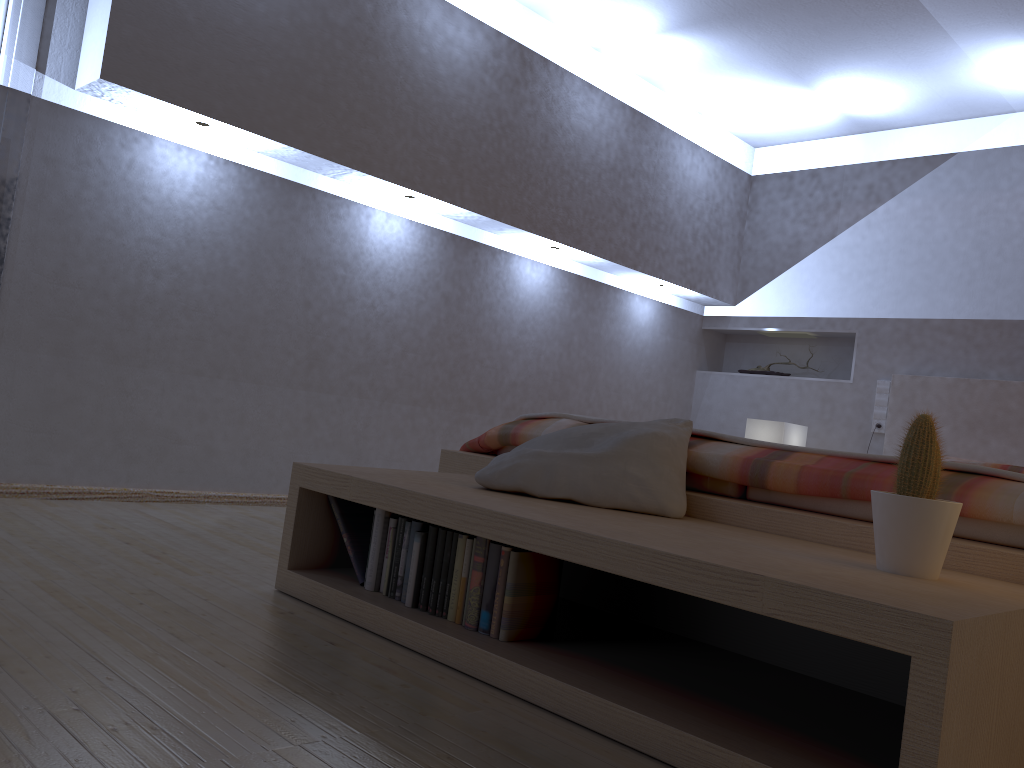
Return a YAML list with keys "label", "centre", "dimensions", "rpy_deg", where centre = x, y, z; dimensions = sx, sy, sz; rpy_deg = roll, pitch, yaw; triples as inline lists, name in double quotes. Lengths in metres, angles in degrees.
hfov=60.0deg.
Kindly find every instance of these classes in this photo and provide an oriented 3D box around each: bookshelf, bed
- label: "bookshelf"
  centre: [0.206, 0.424, 1.808]
  dimensions: [1.495, 0.303, 0.643]
  rpy_deg: [5, -3, 45]
- label: "bed"
  centre: [1.529, 0.314, 3.107]
  dimensions: [2.087, 0.994, 3.009]
  rpy_deg: [5, -3, 45]

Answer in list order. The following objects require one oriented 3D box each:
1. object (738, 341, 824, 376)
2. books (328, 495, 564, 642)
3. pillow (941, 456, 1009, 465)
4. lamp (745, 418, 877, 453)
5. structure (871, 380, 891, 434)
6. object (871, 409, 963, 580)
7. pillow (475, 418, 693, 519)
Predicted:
- label: "object"
  centre: [1.664, -0.155, 5.430]
  dimensions: [0.589, 0.242, 0.183]
  rpy_deg: [5, -3, 44]
- label: "books"
  centre: [-0.187, 0.379, 1.952]
  dimensions: [0.652, 0.193, 0.157]
  rpy_deg: [5, -3, 45]
- label: "pillow"
  centre: [2.079, 0.431, 4.279]
  dimensions: [0.492, 0.180, 0.572]
  rpy_deg: [10, -3, -44]
- label: "lamp"
  centre: [1.577, 0.432, 4.840]
  dimensions: [0.684, 0.515, 0.318]
  rpy_deg: [8, -3, -16]
- label: "structure"
  centre: [2.011, 0.124, 4.819]
  dimensions: [0.077, 0.286, 0.034]
  rpy_deg: [5, -3, 45]
- label: "object"
  centre: [0.690, 0.185, 1.514]
  dimensions: [0.144, 0.294, 0.144]
  rpy_deg: [9, -3, -20]
- label: "pillow"
  centre: [0.192, 0.174, 2.221]
  dimensions: [0.498, 0.241, 0.470]
  rpy_deg: [7, -2, 10]
